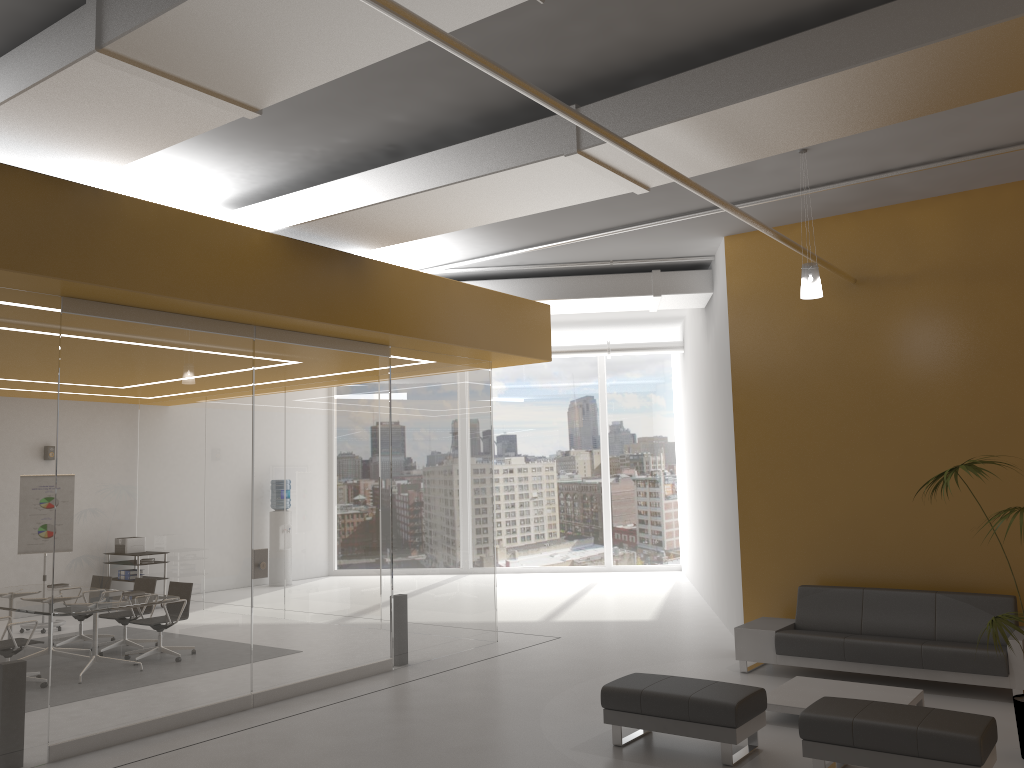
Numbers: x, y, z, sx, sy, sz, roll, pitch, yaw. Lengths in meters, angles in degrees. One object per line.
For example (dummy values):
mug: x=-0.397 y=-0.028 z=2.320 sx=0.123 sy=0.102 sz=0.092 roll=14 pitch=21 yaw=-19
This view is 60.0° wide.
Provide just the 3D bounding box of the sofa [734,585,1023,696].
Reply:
sofa: x=3.300 y=2.281 z=8.020 sx=2.400 sy=0.761 sz=0.860 roll=-6 pitch=-8 yaw=36

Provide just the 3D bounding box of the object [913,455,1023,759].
object: x=3.290 y=1.446 z=5.836 sx=0.912 sy=1.956 sz=1.222 roll=0 pitch=-6 yaw=-13

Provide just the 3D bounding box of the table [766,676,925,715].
table: x=2.534 y=2.481 z=6.843 sx=1.000 sy=0.150 sz=1.000 roll=-6 pitch=-8 yaw=36

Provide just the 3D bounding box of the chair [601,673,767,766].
chair: x=1.193 y=2.305 z=6.167 sx=1.012 sy=0.423 sz=0.575 roll=-6 pitch=-8 yaw=36

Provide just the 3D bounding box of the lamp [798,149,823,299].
lamp: x=2.406 y=-1.310 z=7.227 sx=0.174 sy=1.227 sz=0.174 roll=0 pitch=-6 yaw=-13

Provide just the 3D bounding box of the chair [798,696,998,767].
chair: x=2.318 y=2.187 z=5.327 sx=1.012 sy=0.423 sz=0.575 roll=-6 pitch=-8 yaw=36

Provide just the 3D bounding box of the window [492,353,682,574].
window: x=0.450 y=1.531 z=17.924 sx=8.533 sy=4.498 sz=0.100 roll=-2 pitch=-6 yaw=6
